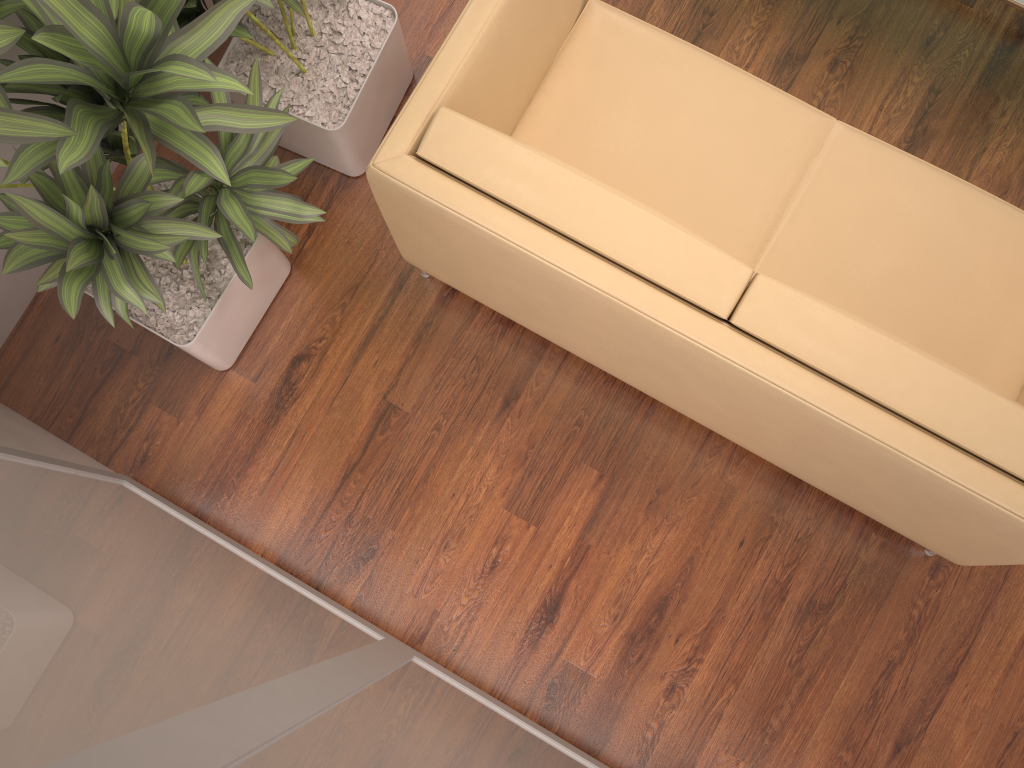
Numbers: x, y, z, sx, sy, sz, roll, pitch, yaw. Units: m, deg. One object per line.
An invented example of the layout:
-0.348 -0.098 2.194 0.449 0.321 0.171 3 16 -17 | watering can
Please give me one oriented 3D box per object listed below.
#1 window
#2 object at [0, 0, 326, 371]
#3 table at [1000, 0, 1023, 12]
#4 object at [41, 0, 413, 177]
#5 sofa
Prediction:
2.251 1.904 0.699 8.522 3.328 0.061 29 81 6 | window
-1.014 -0.582 1.806 0.962 2.136 1.070 -42 80 -6 | object
1.321 -1.416 2.563 1.862 0.568 0.933 29 84 6 | table
-0.687 -1.166 1.860 0.958 2.136 1.074 43 84 10 | object
0.663 -0.357 2.330 1.793 0.850 0.872 29 83 7 | sofa
